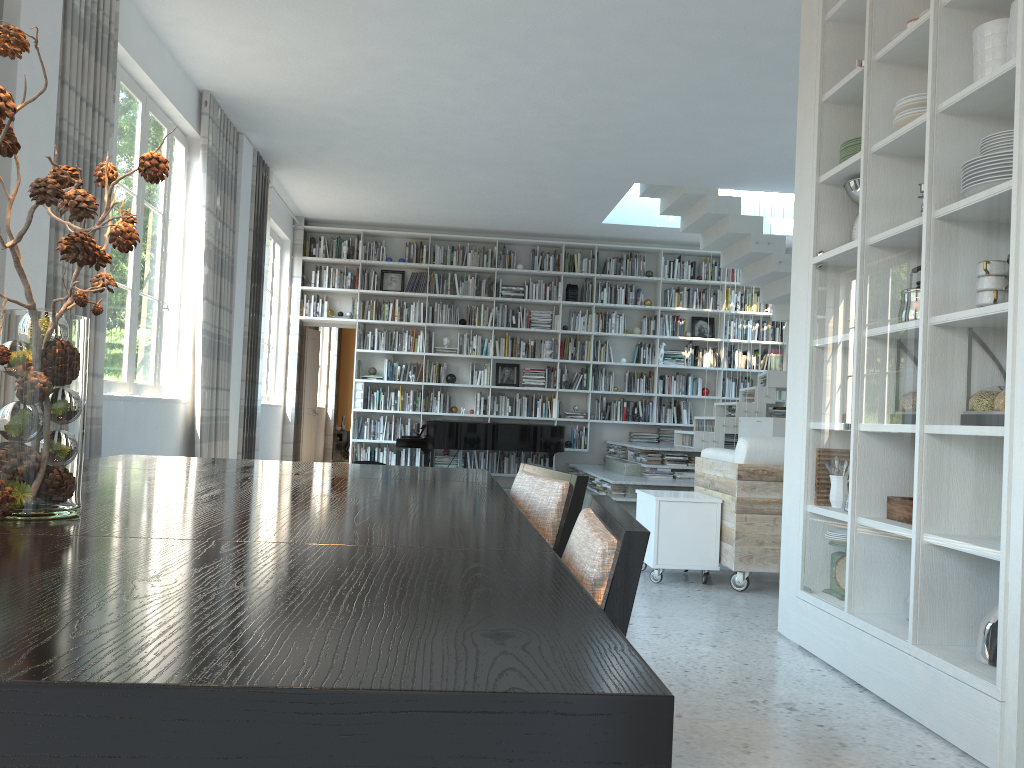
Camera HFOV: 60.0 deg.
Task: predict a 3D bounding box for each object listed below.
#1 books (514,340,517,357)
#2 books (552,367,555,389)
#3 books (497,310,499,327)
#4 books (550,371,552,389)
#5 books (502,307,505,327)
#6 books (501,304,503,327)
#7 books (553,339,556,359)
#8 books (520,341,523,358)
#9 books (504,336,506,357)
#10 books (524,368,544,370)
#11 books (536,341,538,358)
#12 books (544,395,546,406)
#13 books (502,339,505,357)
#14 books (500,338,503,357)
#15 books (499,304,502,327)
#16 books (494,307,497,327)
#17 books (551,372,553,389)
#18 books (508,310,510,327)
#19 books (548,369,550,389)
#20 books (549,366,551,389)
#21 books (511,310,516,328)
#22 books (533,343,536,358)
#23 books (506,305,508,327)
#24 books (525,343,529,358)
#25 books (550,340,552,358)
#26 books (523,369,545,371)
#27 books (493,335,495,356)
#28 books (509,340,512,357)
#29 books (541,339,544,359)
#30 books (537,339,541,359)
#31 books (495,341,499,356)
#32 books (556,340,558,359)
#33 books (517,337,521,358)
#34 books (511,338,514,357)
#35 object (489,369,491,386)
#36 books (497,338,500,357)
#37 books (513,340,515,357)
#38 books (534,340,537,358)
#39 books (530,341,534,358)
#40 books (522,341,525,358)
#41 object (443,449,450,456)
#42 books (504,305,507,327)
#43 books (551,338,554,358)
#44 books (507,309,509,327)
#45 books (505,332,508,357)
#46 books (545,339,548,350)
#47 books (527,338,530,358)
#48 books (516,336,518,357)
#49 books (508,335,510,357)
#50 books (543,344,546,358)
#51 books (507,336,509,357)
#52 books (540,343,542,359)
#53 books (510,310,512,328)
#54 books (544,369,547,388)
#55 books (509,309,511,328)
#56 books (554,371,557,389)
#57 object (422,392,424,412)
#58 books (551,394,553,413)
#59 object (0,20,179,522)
[{"bbox_3d":[0.039,-0.442,11.268,0.025,0.236,0.137,3,-2,-4],"label":"books"},{"bbox_3d":[0.521,-0.073,11.287,0.011,0.279,0.186,3,-2,-4],"label":"books"},{"bbox_3d":[-0.184,-0.817,11.266,0.027,0.228,0.147,3,-2,-4],"label":"books"},{"bbox_3d":[0.486,-0.050,11.303,0.013,0.232,0.134,3,-2,-4],"label":"books"},{"bbox_3d":[-0.115,-0.833,11.247,0.025,0.266,0.185,3,-2,-4],"label":"books"},{"bbox_3d":[-0.136,-0.857,11.272,0.014,0.313,0.133,3,-2,-4],"label":"books"},{"bbox_3d":[0.533,-0.433,11.298,0.014,0.266,0.154,3,-2,-4],"label":"books"},{"bbox_3d":[0.115,-0.428,11.266,0.024,0.216,0.175,3,-2,-4],"label":"books"},{"bbox_3d":[-0.091,-0.471,11.271,0.010,0.284,0.136,3,-2,-4],"label":"books"},{"bbox_3d":[0.280,-0.192,11.276,0.254,0.012,0.161,3,-2,0],"label":"books"},{"bbox_3d":[0.311,-0.425,11.298,0.025,0.230,0.143,3,-2,-4],"label":"books"},{"bbox_3d":[0.414,0.287,11.294,0.010,0.284,0.132,3,-2,-4],"label":"books"},{"bbox_3d":[-0.111,-0.451,11.257,0.029,0.240,0.155,3,-2,-4],"label":"books"},{"bbox_3d":[-0.139,-0.456,11.260,0.026,0.248,0.139,3,-2,-4],"label":"books"},{"bbox_3d":[-0.154,-0.851,11.251,0.026,0.297,0.179,3,-2,-4],"label":"books"},{"bbox_3d":[-0.208,-0.838,11.249,0.026,0.267,0.170,3,-2,-4],"label":"books"},{"bbox_3d":[0.502,-0.042,11.302,0.021,0.217,0.132,3,-2,-4],"label":"books"},{"bbox_3d":[-0.047,-0.813,11.265,0.014,0.233,0.147,3,-2,-4],"label":"books"},{"bbox_3d":[0.464,-0.063,11.295,0.013,0.256,0.163,3,-2,-4],"label":"books"},{"bbox_3d":[0.476,-0.079,11.296,0.011,0.288,0.152,3,-2,-4],"label":"books"},{"bbox_3d":[0.019,-0.812,11.261,0.066,0.236,0.153,3,-2,-4],"label":"books"},{"bbox_3d":[0.274,-0.413,11.269,0.029,0.200,0.178,3,-2,-4],"label":"books"},{"bbox_3d":[-0.069,-0.848,11.261,0.011,0.300,0.179,3,-2,-4],"label":"books"},{"bbox_3d":[0.180,-0.416,11.284,0.050,0.199,0.145,3,-2,-4],"label":"books"},{"bbox_3d":[0.488,-0.432,11.300,0.025,0.259,0.130,3,-2,-4],"label":"books"},{"bbox_3d":[0.279,-0.180,11.278,0.254,0.012,0.161,3,-2,-7],"label":"books"},{"bbox_3d":[-0.234,-0.477,11.259,0.010,0.282,0.140,3,-2,-4],"label":"books"},{"bbox_3d":[-0.027,-0.441,11.269,0.024,0.228,0.147,3,-2,-4],"label":"books"},{"bbox_3d":[0.383,-0.436,11.295,0.024,0.259,0.126,3,-2,-4],"label":"books"},{"bbox_3d":[0.338,-0.439,11.282,0.025,0.258,0.150,3,-2,-4],"label":"books"},{"bbox_3d":[-0.191,-0.440,11.235,0.053,0.208,0.156,3,-2,-4],"label":"books"},{"bbox_3d":[0.564,-0.430,11.320,0.023,0.264,0.107,3,-2,-4],"label":"books"},{"bbox_3d":[0.080,-0.456,11.249,0.028,0.267,0.190,3,-2,-4],"label":"books"},{"bbox_3d":[-0.001,-0.455,11.278,0.028,0.259,0.134,3,-2,-4],"label":"books"},{"bbox_3d":[-0.287,-0.079,11.253,0.017,0.216,0.103,3,-2,-4],"label":"object"},{"bbox_3d":[-0.173,-0.455,11.249,0.042,0.242,0.162,3,-2,-4],"label":"books"},{"bbox_3d":[0.020,-0.439,11.259,0.012,0.228,0.169,3,-2,-4],"label":"books"},{"bbox_3d":[0.296,-0.435,11.260,0.012,0.245,0.186,3,-2,-4],"label":"books"},{"bbox_3d":[0.246,-0.426,11.265,0.029,0.224,0.185,3,-2,-4],"label":"books"},{"bbox_3d":[0.142,-0.426,11.269,0.030,0.215,0.168,3,-2,-4],"label":"books"},{"bbox_3d":[-0.822,0.855,11.133,0.086,0.087,0.086,4,-2,-27],"label":"object"},{"bbox_3d":[-0.089,-0.846,11.267,0.029,0.295,0.151,3,-2,-4],"label":"books"},{"bbox_3d":[0.513,-0.440,11.313,0.025,0.279,0.108,3,-2,-4],"label":"books"},{"bbox_3d":[-0.059,-0.823,11.263,0.011,0.252,0.153,3,-2,-4],"label":"books"},{"bbox_3d":[-0.075,-0.489,11.229,0.014,0.317,0.188,3,-2,-4],"label":"books"},{"bbox_3d":[0.436,-0.436,11.306,0.014,0.263,0.135,3,-2,-4],"label":"books"},{"bbox_3d":[0.214,-0.445,11.278,0.014,0.258,0.161,3,-2,-4],"label":"books"},{"bbox_3d":[0.059,-0.465,11.262,0.013,0.283,0.177,3,-2,-4],"label":"books"},{"bbox_3d":[-0.041,-0.469,11.245,0.010,0.280,0.170,3,-2,-4],"label":"books"},{"bbox_3d":[0.411,-0.406,11.294,0.035,0.201,0.149,3,-2,-4],"label":"books"},{"bbox_3d":[-0.062,-0.463,11.229,0.015,0.266,0.189,3,-2,-4],"label":"books"},{"bbox_3d":[0.359,-0.411,11.299,0.022,0.206,0.114,3,-2,-4],"label":"books"},{"bbox_3d":[-0.021,-0.815,11.264,0.011,0.239,0.147,3,-2,-4],"label":"books"},{"bbox_3d":[0.430,-0.064,11.284,0.012,0.254,0.161,3,-2,-4],"label":"books"},{"bbox_3d":[-0.033,-0.821,11.262,0.014,0.250,0.172,3,-2,-4],"label":"books"},{"bbox_3d":[0.543,-0.047,11.278,0.034,0.229,0.199,3,-2,-4],"label":"books"},{"bbox_3d":[-1.114,0.227,11.164,0.012,0.254,0.161,3,-2,-4],"label":"object"},{"bbox_3d":[0.505,0.283,11.292,0.011,0.300,0.149,3,-2,-4],"label":"books"},{"bbox_3d":[-0.591,-0.121,1.095,0.317,0.601,0.542,4,-2,-34],"label":"object"}]
